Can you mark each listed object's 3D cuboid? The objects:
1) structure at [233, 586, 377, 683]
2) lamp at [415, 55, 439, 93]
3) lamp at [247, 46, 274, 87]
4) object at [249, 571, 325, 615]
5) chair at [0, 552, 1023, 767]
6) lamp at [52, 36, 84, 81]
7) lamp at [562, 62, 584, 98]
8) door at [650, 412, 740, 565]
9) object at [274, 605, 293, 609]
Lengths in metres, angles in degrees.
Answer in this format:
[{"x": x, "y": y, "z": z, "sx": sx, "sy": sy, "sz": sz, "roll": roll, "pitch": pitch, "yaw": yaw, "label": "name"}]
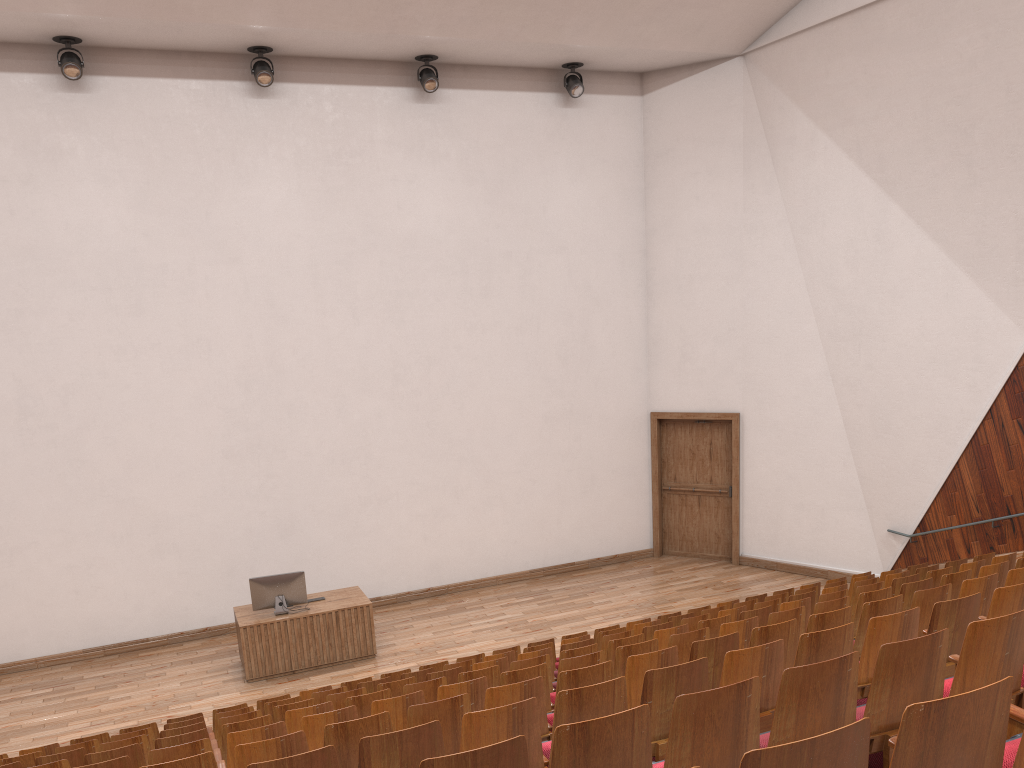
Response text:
[{"x": -0.255, "y": 0.306, "z": 1.085, "sx": 0.155, "sy": 0.073, "sz": 0.077, "roll": -6, "pitch": 9, "yaw": -22, "label": "structure"}, {"x": -0.109, "y": -0.400, "z": 1.140, "sx": 0.030, "sy": 0.045, "sz": 0.032, "roll": -10, "pitch": 12, "yaw": -33, "label": "lamp"}, {"x": -0.302, "y": -0.382, "z": 1.064, "sx": 0.030, "sy": 0.045, "sz": 0.032, "roll": -5, "pitch": 10, "yaw": -11, "label": "lamp"}, {"x": -0.270, "y": 0.248, "z": 1.063, "sx": 0.089, "sy": 0.049, "sz": 0.040, "roll": -6, "pitch": 10, "yaw": -21, "label": "object"}, {"x": 0.018, "y": 0.191, "z": 0.497, "sx": 1.176, "sy": 0.382, "sz": 0.758, "roll": -6, "pitch": 7, "yaw": -22, "label": "chair"}, {"x": -0.496, "y": -0.364, "z": 0.988, "sx": 0.030, "sy": 0.045, "sz": 0.032, "roll": -5, "pitch": 10, "yaw": -11, "label": "lamp"}, {"x": 0.085, "y": -0.418, "z": 1.216, "sx": 0.030, "sy": 0.045, "sz": 0.032, "roll": -5, "pitch": 10, "yaw": -11, "label": "lamp"}, {"x": 0.291, "y": 0.163, "z": 1.386, "sx": 0.139, "sy": 0.246, "sz": 0.024, "roll": 3, "pitch": 14, "yaw": 28, "label": "door"}, {"x": -0.281, "y": 0.272, "z": 1.079, "sx": 0.022, "sy": 0.001, "sz": 0.018, "roll": -5, "pitch": 6, "yaw": -22, "label": "object"}]
